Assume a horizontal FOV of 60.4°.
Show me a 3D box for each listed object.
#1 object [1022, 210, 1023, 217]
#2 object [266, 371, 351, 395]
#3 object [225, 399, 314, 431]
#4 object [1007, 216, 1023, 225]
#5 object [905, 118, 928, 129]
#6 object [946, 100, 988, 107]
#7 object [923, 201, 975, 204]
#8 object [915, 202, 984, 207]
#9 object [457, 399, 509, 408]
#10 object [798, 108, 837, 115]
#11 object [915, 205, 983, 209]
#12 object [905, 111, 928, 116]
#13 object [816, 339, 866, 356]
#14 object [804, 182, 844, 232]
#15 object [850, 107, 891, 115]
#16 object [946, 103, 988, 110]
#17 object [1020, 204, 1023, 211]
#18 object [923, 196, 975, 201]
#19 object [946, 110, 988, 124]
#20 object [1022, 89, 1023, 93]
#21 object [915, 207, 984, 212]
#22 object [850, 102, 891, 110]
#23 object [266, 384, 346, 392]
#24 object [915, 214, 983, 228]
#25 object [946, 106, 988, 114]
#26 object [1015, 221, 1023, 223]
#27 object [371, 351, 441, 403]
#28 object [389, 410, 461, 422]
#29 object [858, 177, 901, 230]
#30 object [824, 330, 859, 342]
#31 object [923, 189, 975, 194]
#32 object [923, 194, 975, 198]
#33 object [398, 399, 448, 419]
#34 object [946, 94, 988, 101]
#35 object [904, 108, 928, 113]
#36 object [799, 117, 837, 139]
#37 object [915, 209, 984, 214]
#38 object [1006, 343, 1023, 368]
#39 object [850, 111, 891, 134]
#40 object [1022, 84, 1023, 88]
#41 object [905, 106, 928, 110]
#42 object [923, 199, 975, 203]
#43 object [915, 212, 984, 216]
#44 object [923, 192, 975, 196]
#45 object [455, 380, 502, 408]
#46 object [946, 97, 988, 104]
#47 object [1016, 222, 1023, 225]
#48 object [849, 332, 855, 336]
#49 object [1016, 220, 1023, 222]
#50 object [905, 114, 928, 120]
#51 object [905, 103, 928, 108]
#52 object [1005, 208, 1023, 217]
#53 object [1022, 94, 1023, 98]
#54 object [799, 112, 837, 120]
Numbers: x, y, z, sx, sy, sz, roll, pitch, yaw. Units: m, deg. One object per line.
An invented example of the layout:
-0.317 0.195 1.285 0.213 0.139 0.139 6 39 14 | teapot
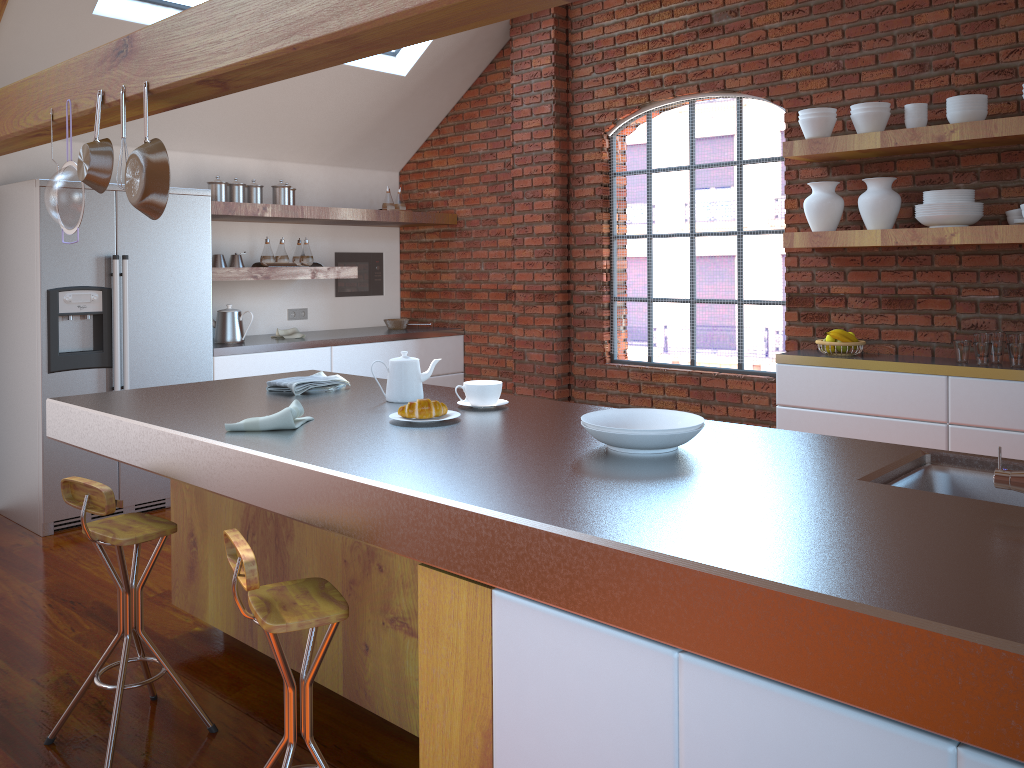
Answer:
2.222 -0.716 3.744 0.092 0.046 0.099 4 8 37 | object
-0.698 -0.003 3.025 0.165 0.050 0.233 6 10 42 | object
-0.650 0.079 2.342 0.195 0.061 0.206 0 7 5 | object
2.261 -0.724 3.926 0.092 0.046 0.099 2 7 22 | object
1.893 -1.208 4.122 0.099 0.061 0.099 -1 6 -8 | object
2.046 -1.231 3.958 0.166 0.061 0.166 5 8 37 | object
1.991 -0.799 4.010 0.214 0.055 0.215 4 9 34 | object
1.991 -0.790 4.010 0.282 0.055 0.283 3 8 26 | object
-0.087 0.061 2.632 0.154 0.012 0.155 -3 8 -19 | object
1.514 -1.301 4.358 0.180 0.103 0.182 -2 6 -11 | object
1.991 -0.779 4.010 0.282 0.055 0.283 3 8 26 | object
1.893 -1.238 4.122 0.099 0.061 0.099 -1 6 -8 | object
1.637 -0.180 4.385 0.235 0.071 0.237 0 7 0 | object
1.566 -0.885 4.419 0.192 0.249 0.193 -1 3 -8 | object
1.718 -1.261 4.218 0.180 0.103 0.182 -2 6 -11 | object
2.046 -1.218 3.958 0.166 0.061 0.166 5 8 37 | object
2.216 -0.748 3.746 0.092 0.058 0.101 2 6 26 | object
1.991 -0.821 4.010 0.214 0.055 0.215 4 9 34 | object
2.046 -1.188 3.958 0.166 0.061 0.166 5 8 37 | object
2.260 -1.199 3.717 0.180 0.103 0.182 1 6 13 | object
1.991 -0.771 4.010 0.282 0.055 0.283 3 8 26 | object
1.718 -1.284 4.218 0.180 0.103 0.182 -2 6 -11 | object
-0.714 0.008 3.057 0.231 0.026 0.166 1 7 8 | object
1.991 -0.738 4.011 0.282 0.055 0.283 3 8 26 | object
2.046 -1.204 3.958 0.166 0.061 0.166 5 8 37 | object
2.226 -0.686 3.748 0.154 0.012 0.155 0 8 3 | object
-0.333 -0.026 2.764 0.198 0.155 0.118 -5 5 -41 | object
-0.237 0.091 2.404 0.195 0.014 0.195 -4 8 -26 | object
1.768 -0.861 4.232 0.192 0.249 0.193 0 3 15 | object
1.640 -0.227 4.337 0.184 0.085 0.066 -2 3 -9 | object
1.990 -0.850 4.010 0.214 0.055 0.215 4 9 34 | object
1.990 -0.831 4.010 0.214 0.055 0.215 4 9 34 | object
-0.242 0.067 2.414 0.138 0.051 0.062 -4 6 -28 | object
2.046 -1.257 3.957 0.166 0.061 0.166 5 8 37 | object
1.893 -1.251 4.122 0.099 0.061 0.099 -1 6 -8 | object
1.514 -1.257 4.358 0.180 0.103 0.182 -2 6 -11 | object
1.991 -0.760 4.011 0.282 0.055 0.283 3 8 26 | object
2.181 -0.123 3.804 0.078 0.104 0.078 -3 4 -35 | object
1.718 -1.240 4.218 0.180 0.103 0.182 -2 6 -11 | object
2.260 -1.221 3.716 0.180 0.103 0.182 1 6 13 | object
1.893 -1.263 4.122 0.099 0.061 0.099 -1 6 -8 | object
1.991 -0.809 4.010 0.214 0.055 0.215 4 9 34 | object
1.991 -0.749 4.011 0.282 0.055 0.283 3 8 26 | object
1.990 -0.840 4.010 0.214 0.055 0.215 4 9 34 | object
-0.091 0.030 2.634 0.124 0.069 0.117 3 6 27 | object
2.046 -1.243 3.957 0.166 0.061 0.166 5 8 37 | object
2.226 -0.683 3.748 0.154 0.012 0.155 0 8 3 | object
1.689 -0.237 4.394 0.047 0.046 0.055 -1 5 -6 | object
2.226 -0.691 3.748 0.154 0.012 0.155 0 8 3 | object
1.893 -1.225 4.122 0.099 0.061 0.099 -1 6 -8 | object
1.893 -1.277 4.122 0.099 0.061 0.099 -1 6 -8 | object
2.255 -0.756 3.926 0.092 0.058 0.101 1 6 11 | object
2.260 -1.177 3.717 0.180 0.103 0.182 1 6 13 | object
1.514 -1.279 4.358 0.180 0.103 0.182 -2 6 -11 | object
